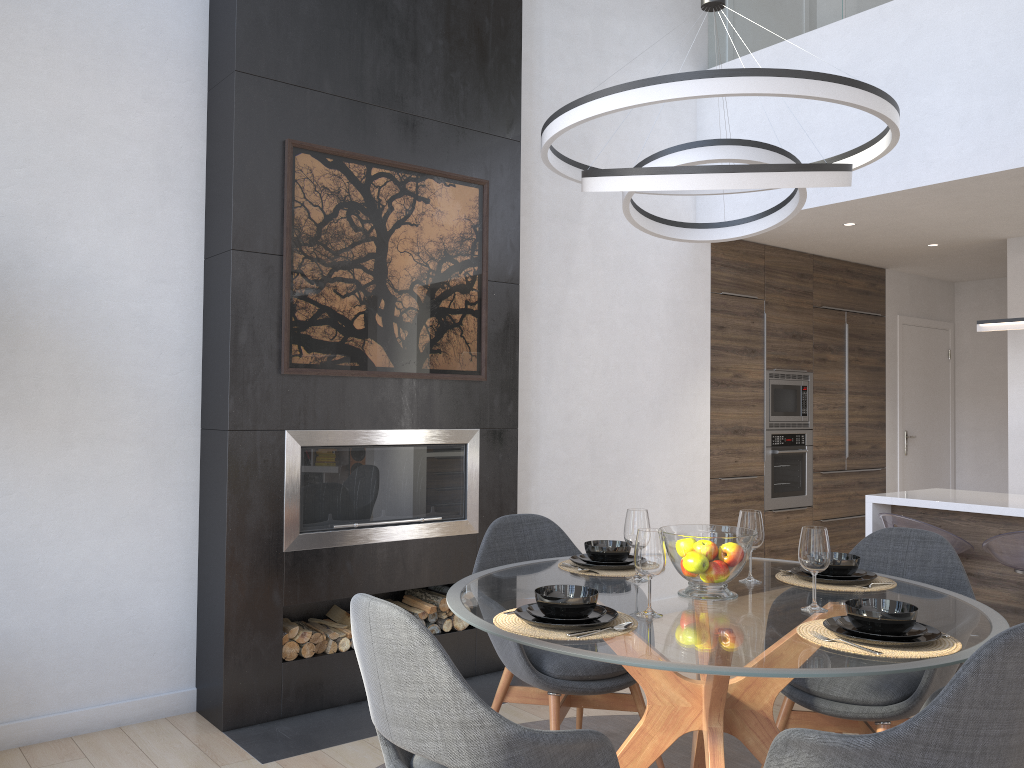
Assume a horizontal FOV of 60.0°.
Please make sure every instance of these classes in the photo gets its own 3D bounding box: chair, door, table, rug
[{"bbox_3d":[0.897,0.920,2.007,0.655,0.891,0.619,2,-2,-32],"label":"chair"},{"bbox_3d":[3.619,0.499,7.736,0.974,2.136,0.085,2,-2,-38],"label":"door"},{"bbox_3d":[2.464,1.050,4.141,0.475,0.787,0.434,0,-2,15],"label":"chair"},{"bbox_3d":[1.185,0.950,2.954,0.619,0.891,0.655,2,-2,-37],"label":"chair"},{"bbox_3d":[2.136,1.059,4.584,0.434,0.787,0.475,1,-2,-20],"label":"chair"},{"bbox_3d":[-0.066,0.912,2.074,0.619,0.891,0.655,2,-2,-37],"label":"chair"},{"bbox_3d":[0.561,0.987,2.525,1.499,0.764,1.499,-1,-2,41],"label":"table"},{"bbox_3d":[0.565,1.375,2.521,2.499,0.010,2.499,0,-2,25],"label":"rug"},{"bbox_3d":[0.180,0.947,3.196,0.655,0.891,0.619,2,-2,-32],"label":"chair"}]

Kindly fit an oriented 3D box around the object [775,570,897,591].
[{"bbox_3d":[1.019,0.617,2.799,0.360,0.002,0.360,0,-2,26],"label":"object"}]

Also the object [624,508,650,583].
[{"bbox_3d":[0.388,0.500,2.753,0.083,0.220,0.083,0,-2,12],"label":"object"}]

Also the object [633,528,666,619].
[{"bbox_3d":[0.355,0.486,2.288,0.083,0.220,0.083,0,-2,12],"label":"object"}]

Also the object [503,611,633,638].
[{"bbox_3d":[0.146,0.583,2.212,0.206,0.015,0.309,2,-2,-34],"label":"object"}]

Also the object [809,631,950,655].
[{"bbox_3d":[0.867,0.587,2.096,0.309,0.015,0.206,2,-2,-34],"label":"object"}]

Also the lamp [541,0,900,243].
[{"bbox_3d":[0.605,-2.711,2.640,1.000,4.513,1.000,2,-2,-36],"label":"lamp"}]

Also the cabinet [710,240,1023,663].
[{"bbox_3d":[3.577,0.224,4.776,2.402,2.501,4.694,2,-2,-38],"label":"cabinet"}]

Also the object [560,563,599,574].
[{"bbox_3d":[0.330,0.607,2.987,0.309,0.015,0.206,1,-2,-29],"label":"object"}]

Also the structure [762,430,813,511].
[{"bbox_3d":[1.897,0.627,6.645,0.595,0.570,0.495,2,-2,-38],"label":"structure"}]

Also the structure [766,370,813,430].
[{"bbox_3d":[1.891,0.127,6.673,0.595,0.430,0.459,2,-2,-38],"label":"structure"}]

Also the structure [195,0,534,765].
[{"bbox_3d":[-0.511,-1.763,4.063,1.500,6.351,0.722,2,-2,-38],"label":"structure"}]

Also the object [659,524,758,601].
[{"bbox_3d":[0.563,0.514,2.552,0.278,0.184,0.278,2,-2,-30],"label":"object"}]

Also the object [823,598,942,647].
[{"bbox_3d":[0.867,0.557,2.082,0.258,0.074,0.258,0,-2,32],"label":"object"}]

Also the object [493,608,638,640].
[{"bbox_3d":[0.133,0.591,2.213,0.360,0.002,0.360,0,-2,4],"label":"object"}]

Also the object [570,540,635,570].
[{"bbox_3d":[0.324,0.577,3.004,0.258,0.074,0.258,1,-2,-19],"label":"object"}]

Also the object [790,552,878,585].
[{"bbox_3d":[1.012,0.579,2.795,0.258,0.074,0.258,0,-2,32],"label":"object"}]

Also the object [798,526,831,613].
[{"bbox_3d":[0.808,0.493,2.369,0.083,0.220,0.083,0,-2,24],"label":"object"}]

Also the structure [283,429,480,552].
[{"bbox_3d":[-0.638,0.393,4.136,1.010,0.651,0.295,2,-2,-38],"label":"structure"}]

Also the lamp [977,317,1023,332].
[{"bbox_3d":[2.851,-0.671,4.453,0.020,0.756,0.998,2,-2,-38],"label":"lamp"}]

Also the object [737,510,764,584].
[{"bbox_3d":[0.739,0.503,2.750,0.083,0.220,0.083,1,-2,-10],"label":"object"}]

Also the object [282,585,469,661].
[{"bbox_3d":[-0.676,1.097,4.150,1.005,0.195,0.363,2,-2,-39],"label":"object"}]

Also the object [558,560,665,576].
[{"bbox_3d":[0.335,0.616,2.996,0.360,0.002,0.360,0,-2,26],"label":"object"}]

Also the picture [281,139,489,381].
[{"bbox_3d":[-0.540,-0.523,4.049,1.056,0.990,0.026,2,-2,-38],"label":"picture"}]

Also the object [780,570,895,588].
[{"bbox_3d":[1.014,0.609,2.804,0.206,0.015,0.309,2,-2,-34],"label":"object"}]

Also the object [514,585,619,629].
[{"bbox_3d":[0.136,0.553,2.209,0.258,0.074,0.258,1,-2,-19],"label":"object"}]

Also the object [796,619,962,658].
[{"bbox_3d":[0.859,0.595,2.090,0.360,0.002,0.360,0,-2,4],"label":"object"}]
